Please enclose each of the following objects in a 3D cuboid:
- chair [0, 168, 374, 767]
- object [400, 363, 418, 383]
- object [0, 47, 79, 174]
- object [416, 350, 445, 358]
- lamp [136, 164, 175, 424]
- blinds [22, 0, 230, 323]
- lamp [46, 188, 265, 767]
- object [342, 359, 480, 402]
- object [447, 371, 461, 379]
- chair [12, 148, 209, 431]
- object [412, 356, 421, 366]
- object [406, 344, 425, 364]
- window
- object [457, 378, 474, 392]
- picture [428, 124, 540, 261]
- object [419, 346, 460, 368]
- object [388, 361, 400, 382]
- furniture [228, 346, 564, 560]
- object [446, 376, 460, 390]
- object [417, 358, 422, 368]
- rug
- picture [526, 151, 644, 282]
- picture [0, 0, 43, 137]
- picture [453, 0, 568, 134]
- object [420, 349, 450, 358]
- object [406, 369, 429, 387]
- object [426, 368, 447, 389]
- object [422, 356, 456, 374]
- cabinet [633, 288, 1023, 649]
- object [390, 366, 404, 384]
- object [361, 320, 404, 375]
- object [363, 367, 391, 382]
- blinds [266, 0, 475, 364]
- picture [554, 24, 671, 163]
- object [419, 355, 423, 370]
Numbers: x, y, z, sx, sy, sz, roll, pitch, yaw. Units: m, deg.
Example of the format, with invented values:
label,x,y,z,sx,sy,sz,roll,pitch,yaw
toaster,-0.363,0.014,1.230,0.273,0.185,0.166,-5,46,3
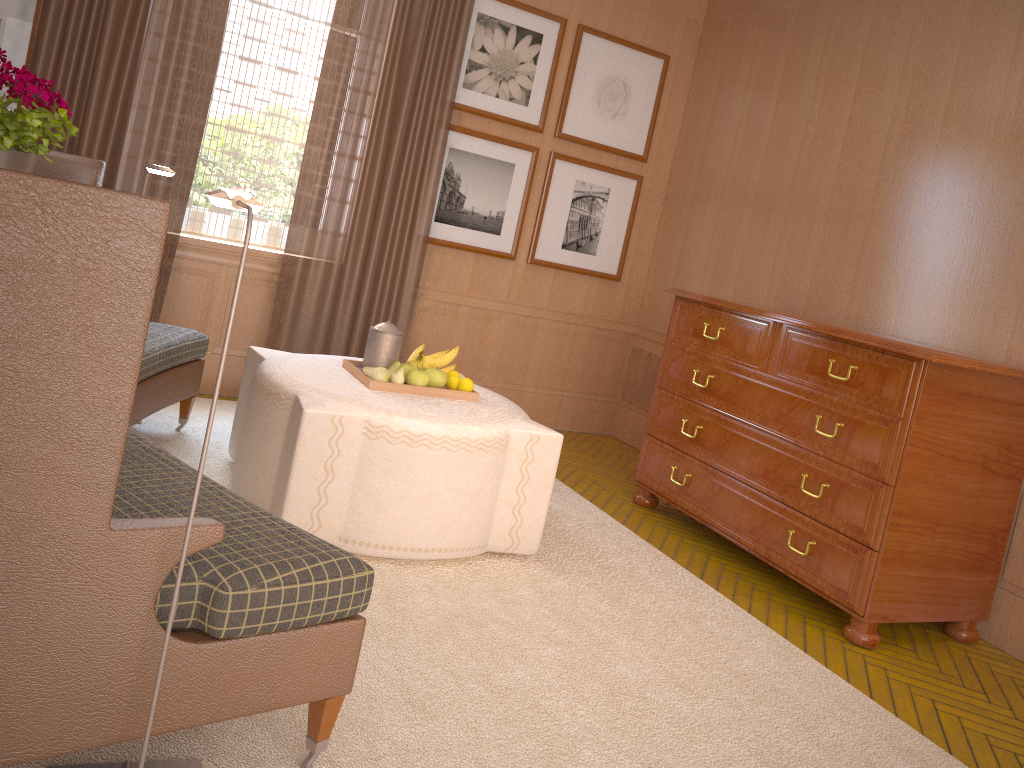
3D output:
label,x,y,z,sx,sy,sz,roll,pitch,yaw
chair,-1.693,0.228,3.134,1.940,1.961,1.710,17,7,36
object,-0.729,-0.074,6.114,0.154,0.134,0.162,9,7,-24
object,-2.544,-1.141,4.497,0.520,1.083,0.463,10,4,-30
object,-0.606,-0.198,6.396,0.092,0.127,0.409,14,9,20
lamp,-2.922,-0.701,6.847,0.636,2.014,0.561,14,4,24
blinds,-3.388,-2.327,7.565,1.416,4.772,0.270,11,3,-27
lamp,-1.134,0.354,2.931,0.638,2.019,0.560,14,4,32
object,-0.719,-0.027,6.185,0.794,0.059,0.652,7,11,-28
object,-0.428,-0.032,6.358,0.115,0.133,0.107,14,6,18
chair,-3.162,-0.585,6.023,1.717,1.961,1.932,12,6,-3
object,-0.726,-0.147,6.351,0.071,0.184,0.399,11,8,-15
object,-0.701,-0.195,6.353,0.103,0.158,0.381,12,9,-5
window,-2.459,-2.979,8.547,2.412,3.359,0.860,10,4,-28
object,-0.327,0.020,6.149,0.115,0.133,0.107,14,6,18
picture,-0.381,-2.019,9.277,1.239,1.242,0.048,9,4,-28
object,-0.511,-0.196,6.331,0.072,0.168,0.402,15,9,38
object,-0.810,-0.070,5.977,0.130,0.196,0.131,13,5,7
furniture,-0.890,0.430,6.168,1.933,0.893,1.989,7,10,-31
object,-0.404,0.000,6.205,0.110,0.110,0.136,9,7,-25
object,-0.665,-0.136,6.368,0.062,0.180,0.398,12,8,0
rug,-1.179,1.112,4.583,5.946,0.020,8.115,7,11,-28
picture,0.842,-1.865,9.928,1.239,1.242,0.048,9,4,-28
picture,-4.437,-2.702,7.092,1.040,1.242,0.048,9,4,-28
picture,-0.084,-3.385,9.210,1.239,1.242,0.048,9,4,-28
object,-0.582,-0.169,6.358,0.065,0.170,0.375,14,8,27
object,-0.640,-0.030,5.971,0.154,0.134,0.162,9,7,-24
object,-0.535,-0.033,6.095,0.170,0.146,0.173,14,7,18
object,-0.520,-0.117,6.324,0.073,0.171,0.394,15,8,37
cabinet,2.370,0.493,6.949,1.404,1.929,2.820,10,8,-28
object,-0.760,-0.055,5.870,0.098,0.147,0.098,13,5,7
object,-0.899,-0.252,6.143,0.237,0.390,0.233,15,5,28
object,-0.901,-0.052,5.836,0.193,0.127,0.135,11,6,-8
blinds,-1.364,-2.078,8.643,1.434,4.761,0.271,10,3,-29
picture,1.140,-3.231,9.861,1.239,1.242,0.048,9,4,-28
object,-0.573,-0.119,6.349,0.063,0.198,0.385,14,8,26
